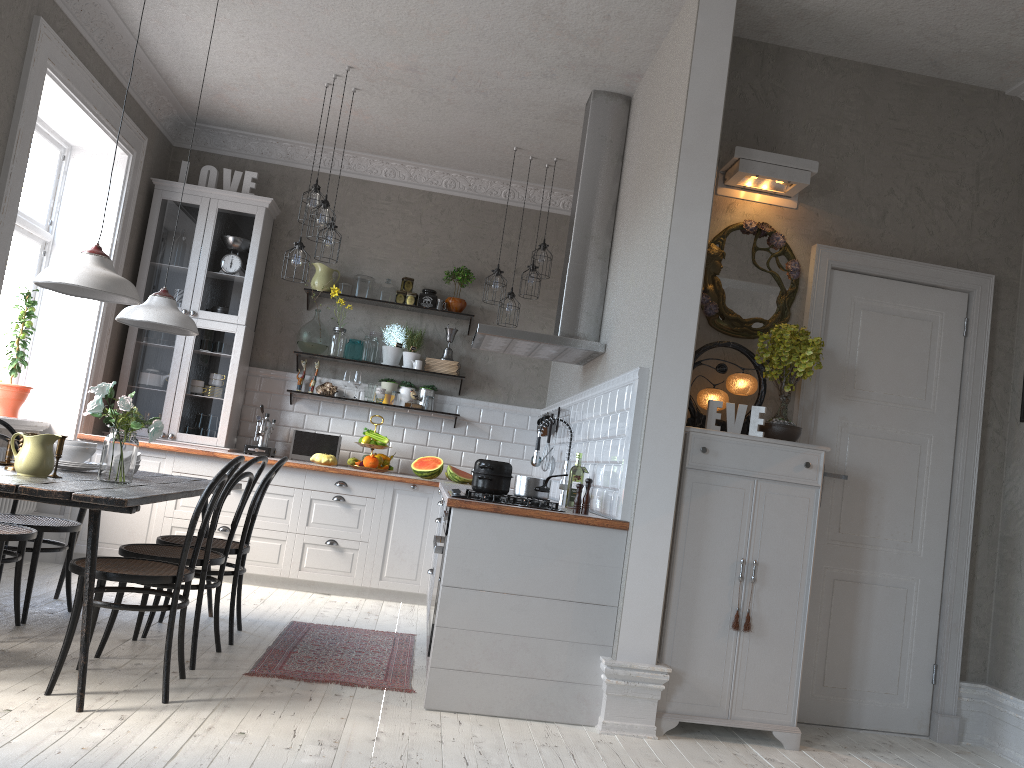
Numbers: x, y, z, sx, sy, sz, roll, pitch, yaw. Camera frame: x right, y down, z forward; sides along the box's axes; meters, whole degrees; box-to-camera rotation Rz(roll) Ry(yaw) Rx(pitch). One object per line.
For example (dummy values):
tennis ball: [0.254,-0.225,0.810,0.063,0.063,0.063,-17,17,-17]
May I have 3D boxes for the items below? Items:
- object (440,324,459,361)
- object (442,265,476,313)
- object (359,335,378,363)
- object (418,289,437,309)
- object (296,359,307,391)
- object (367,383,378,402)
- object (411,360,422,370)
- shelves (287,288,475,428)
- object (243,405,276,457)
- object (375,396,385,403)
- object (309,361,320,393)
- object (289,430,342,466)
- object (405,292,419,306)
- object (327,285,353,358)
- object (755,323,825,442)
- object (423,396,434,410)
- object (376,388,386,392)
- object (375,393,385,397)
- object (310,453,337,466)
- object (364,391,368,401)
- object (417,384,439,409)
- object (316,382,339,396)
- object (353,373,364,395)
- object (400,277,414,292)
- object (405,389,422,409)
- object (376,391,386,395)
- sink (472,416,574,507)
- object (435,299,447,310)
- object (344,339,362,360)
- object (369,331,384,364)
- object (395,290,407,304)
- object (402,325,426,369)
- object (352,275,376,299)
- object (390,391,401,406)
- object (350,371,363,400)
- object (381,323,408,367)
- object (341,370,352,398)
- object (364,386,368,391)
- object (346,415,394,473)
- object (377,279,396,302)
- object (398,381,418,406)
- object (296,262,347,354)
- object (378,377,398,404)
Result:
object: [-0.495,-0.319,6.996,0.132,0.288,0.129,10,-6,-21]
object: [-0.416,-0.742,7.014,0.258,0.397,0.244,6,-6,19]
object: [-1.103,-0.266,6.846,0.123,0.206,0.126,6,-6,17]
object: [-0.666,-0.663,7.020,0.143,0.174,0.141,9,-6,-6]
object: [-1.624,-0.066,6.831,0.054,0.264,0.060,12,-7,-34]
object: [-1.081,0.070,6.832,0.080,0.139,0.077,12,-7,-33]
object: [-0.729,-0.146,6.861,0.104,0.071,0.063,5,-6,24]
shelves: [-1.015,-0.173,6.910,1.323,0.924,0.227,9,-6,-7]
object: [-1.835,0.344,6.507,0.207,0.370,0.351,9,-6,-5]
object: [-1.016,0.120,6.793,0.078,0.051,0.076,9,-6,-13]
object: [-1.519,-0.051,6.828,0.052,0.264,0.062,5,-7,30]
object: [-1.469,0.480,6.633,0.353,0.226,0.087,9,-6,-7]
object: [-0.787,-0.655,6.952,0.082,0.113,0.083,8,-6,4]
object: [-1.335,-0.476,6.777,0.193,0.540,0.278,10,-6,-14]
object: [1.271,-0.002,4.079,0.292,0.554,0.346,5,-7,28]
object: [-0.644,0.149,6.870,0.078,0.108,0.077,9,-6,-12]
object: [-1.007,0.060,6.799,0.078,0.051,0.076,10,-6,-20]
object: [-1.013,0.103,6.795,0.078,0.051,0.076,9,-6,-13]
object: [-1.364,0.547,6.438,0.198,0.083,0.188,8,-6,-5]
object: [-1.122,0.099,6.899,0.077,0.083,0.078,7,-6,12]
object: [-0.666,0.108,6.985,0.160,0.213,0.152,9,-6,-8]
object: [-1.425,0.036,6.808,0.180,0.111,0.094,11,-6,-29]
object: [-1.201,0.018,6.877,0.083,0.217,0.080,10,-6,-20]
object: [-0.823,-0.774,6.949,0.084,0.113,0.081,11,-6,-26]
object: [-0.751,0.118,6.876,0.121,0.147,0.098,13,-7,-38]
object: [-1.011,0.086,6.796,0.076,0.051,0.078,7,-6,13]
sink: [0.053,0.509,4.736,0.531,0.721,0.483,9,-6,-6]
object: [-0.552,-0.616,6.932,0.094,0.096,0.074,9,-6,-5]
object: [-1.236,-0.260,6.917,0.126,0.172,0.126,8,-6,-2]
object: [-1.090,-0.278,7.000,0.131,0.264,0.131,8,-6,0]
object: [-0.873,-0.668,6.945,0.083,0.113,0.082,9,-6,-6]
object: [-0.779,-0.301,6.931,0.166,0.380,0.188,2,-8,45]
object: [-1.164,-0.747,6.919,0.169,0.185,0.175,4,-7,33]
object: [-0.903,0.113,6.864,0.078,0.108,0.077,9,-6,-12]
object: [-1.190,0.011,6.789,0.083,0.217,0.080,10,-6,-20]
object: [-0.916,-0.305,6.965,0.243,0.354,0.236,7,-6,12]
object: [-1.287,0.006,6.870,0.083,0.217,0.080,10,-6,-20]
object: [-1.117,0.066,6.903,0.077,0.083,0.078,7,-6,12]
object: [-1.042,0.443,6.658,0.357,0.426,0.346,10,-6,-21]
object: [-0.994,-0.729,7.036,0.137,0.220,0.143,3,-8,43]
object: [-0.828,0.081,6.957,0.171,0.214,0.149,6,-6,24]
object: [-1.502,-0.565,6.807,0.341,0.675,0.331,13,-7,-37]
object: [-0.980,0.053,6.930,0.159,0.217,0.153,11,-6,-26]
